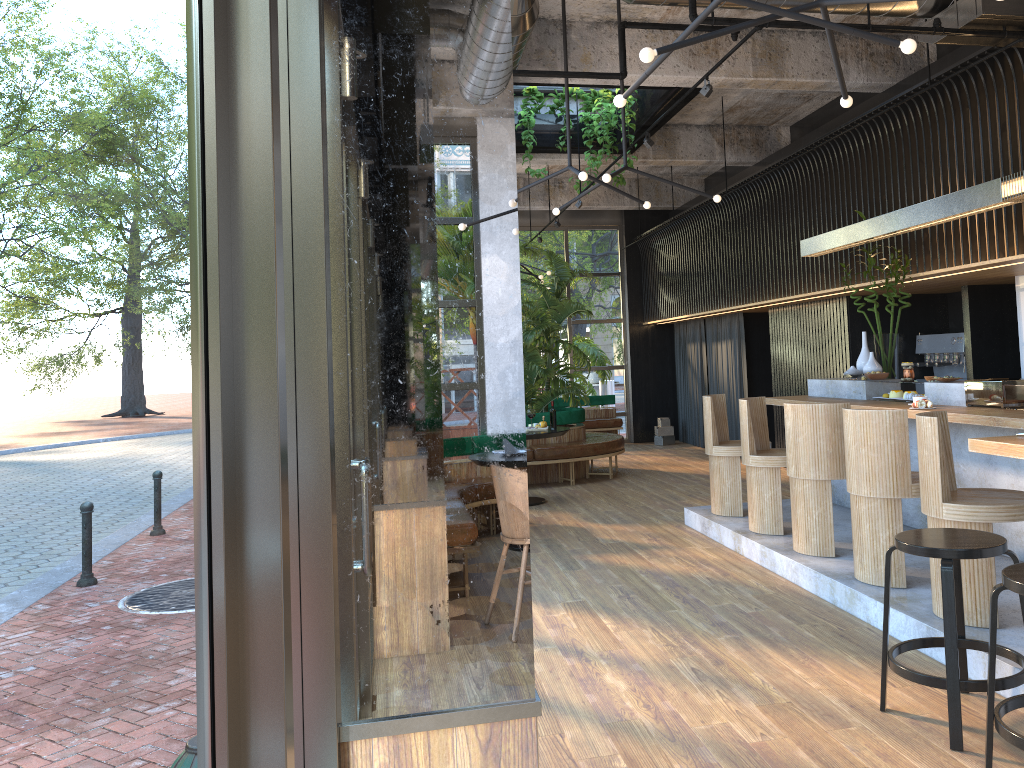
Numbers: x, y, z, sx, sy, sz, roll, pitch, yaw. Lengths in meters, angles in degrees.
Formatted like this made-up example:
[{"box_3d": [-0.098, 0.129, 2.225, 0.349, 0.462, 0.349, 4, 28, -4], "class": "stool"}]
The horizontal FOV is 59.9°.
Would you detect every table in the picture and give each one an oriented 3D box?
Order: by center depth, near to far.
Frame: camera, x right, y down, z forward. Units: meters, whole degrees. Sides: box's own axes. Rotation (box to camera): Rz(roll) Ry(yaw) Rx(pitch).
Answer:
[{"box_3d": [0.071, 0.864, 9.265, 1.153, 0.752, 1.045, -2, 0, -41], "class": "table"}]

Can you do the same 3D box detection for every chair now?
[{"box_3d": [1.815, 0.965, 2.842, 0.531, 0.698, 0.497, -2, -2, -19], "class": "chair"}, {"box_3d": [1.733, 0.954, 3.473, 0.528, 0.698, 0.500, -2, -2, -14], "class": "chair"}, {"box_3d": [2.283, 0.629, 4.322, 0.521, 0.971, 0.572, -4, -2, 37], "class": "chair"}, {"box_3d": [2.198, 0.615, 5.075, 0.520, 0.971, 0.573, -4, -3, 40], "class": "chair"}, {"box_3d": [2.098, 0.600, 5.869, 0.536, 0.971, 0.557, -3, -2, 14], "class": "chair"}, {"box_3d": [1.985, 0.588, 6.597, 0.572, 0.971, 0.521, -1, -2, -35], "class": "chair"}, {"box_3d": [1.883, 0.574, 7.386, 0.548, 0.971, 0.545, -2, -2, 0], "class": "chair"}]

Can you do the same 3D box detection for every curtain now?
[{"box_3d": [3.022, -0.025, 13.736, 0.124, 2.062, 3.209, -2, 0, -7], "class": "curtain"}]

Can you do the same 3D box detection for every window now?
[{"box_3d": [1.114, -1.963, 5.276, 4.219, 6.504, 19.960, -2, 1, -7], "class": "window"}]

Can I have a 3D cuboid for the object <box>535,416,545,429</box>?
[{"box_3d": [0.290, 0.398, 9.254, 0.145, 0.124, 0.096, -2, -1, -29], "class": "object"}]

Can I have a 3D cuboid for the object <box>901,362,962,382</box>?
[{"box_3d": [2.997, -0.089, 6.488, 0.212, 0.135, 0.795, -2, 1, -1], "class": "object"}]

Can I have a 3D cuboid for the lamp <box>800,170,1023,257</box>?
[{"box_3d": [4.316, -2.230, 5.258, 5.107, 2.136, 6.564, -3, 1, -15], "class": "lamp"}]

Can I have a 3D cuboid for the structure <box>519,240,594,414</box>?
[{"box_3d": [-0.113, -0.469, 11.648, 2.523, 3.443, 2.566, -2, -2, -25], "class": "structure"}]

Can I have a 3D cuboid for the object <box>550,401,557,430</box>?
[{"box_3d": [0.427, 0.324, 9.245, 0.068, 0.300, 0.069, -2, -3, 6], "class": "object"}]

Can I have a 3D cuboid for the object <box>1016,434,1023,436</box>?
[{"box_3d": [2.217, 0.211, 3.788, 0.030, 0.027, 0.130, -2, 1, -31], "class": "object"}]

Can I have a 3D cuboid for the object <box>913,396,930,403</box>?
[{"box_3d": [2.774, 0.113, 5.987, 0.138, 0.064, 0.106, -3, 0, -31], "class": "object"}]

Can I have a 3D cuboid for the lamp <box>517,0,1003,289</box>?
[{"box_3d": [2.385, -2.308, 5.817, 5.184, 1.826, 18.530, -3, 1, -8], "class": "lamp"}]

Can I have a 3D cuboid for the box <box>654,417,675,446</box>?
[{"box_3d": [2.532, 0.784, 14.757, 0.343, 0.443, 0.270, -2, -2, -21], "class": "box"}]

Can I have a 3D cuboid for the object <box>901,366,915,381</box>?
[{"box_3d": [3.001, -0.081, 6.744, 0.086, 0.107, 0.160, -3, -1, 37], "class": "object"}]

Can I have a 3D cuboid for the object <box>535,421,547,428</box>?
[{"box_3d": [0.307, 0.425, 9.346, 0.100, 0.064, 0.161, -2, 1, -39], "class": "object"}]

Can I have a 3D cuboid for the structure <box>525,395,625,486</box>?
[{"box_3d": [2.313, 0.462, 5.400, 6.146, 1.551, 19.717, -3, 1, -8], "class": "structure"}]

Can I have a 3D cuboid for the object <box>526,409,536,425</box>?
[{"box_3d": [0.209, 0.375, 9.563, 0.106, 0.201, 0.098, -1, -2, -21], "class": "object"}]

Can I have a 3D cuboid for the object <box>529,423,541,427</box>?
[{"box_3d": [0.266, 0.438, 9.439, 0.195, 0.038, 0.063, -2, 0, 23], "class": "object"}]

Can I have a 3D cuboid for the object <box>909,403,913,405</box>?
[{"box_3d": [2.754, 0.142, 5.982, 0.164, 0.020, 0.156, -3, 1, -13], "class": "object"}]

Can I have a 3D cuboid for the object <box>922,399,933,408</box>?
[{"box_3d": [2.685, 0.127, 5.782, 0.073, 0.060, 0.125, -2, 0, -40], "class": "object"}]

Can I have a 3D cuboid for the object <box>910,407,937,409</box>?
[{"box_3d": [2.672, 0.157, 5.774, 0.167, 0.005, 0.167, -2, 1, 2], "class": "object"}]

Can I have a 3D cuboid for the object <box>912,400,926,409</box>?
[{"box_3d": [2.635, 0.130, 5.756, 0.062, 0.059, 0.072, -2, 0, -19], "class": "object"}]

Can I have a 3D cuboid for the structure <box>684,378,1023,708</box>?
[{"box_3d": [4.809, 0.272, 5.066, 5.960, 1.733, 6.983, -3, 1, -10], "class": "structure"}]

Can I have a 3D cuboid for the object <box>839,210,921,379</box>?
[{"box_3d": [3.077, -0.671, 7.389, 0.646, 1.553, 0.607, -3, -3, 29], "class": "object"}]

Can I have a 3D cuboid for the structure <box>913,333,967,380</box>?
[{"box_3d": [4.510, 0.253, 9.108, 0.560, 1.597, 0.821, -2, -2, -9], "class": "structure"}]

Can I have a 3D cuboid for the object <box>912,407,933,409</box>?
[{"box_3d": [2.671, 0.155, 5.770, 0.117, 0.005, 0.125, -2, 2, 29], "class": "object"}]

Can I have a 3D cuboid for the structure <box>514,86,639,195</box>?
[{"box_3d": [0.622, -2.902, 10.497, 2.111, 1.519, 1.450, -2, -1, 19], "class": "structure"}]

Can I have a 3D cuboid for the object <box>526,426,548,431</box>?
[{"box_3d": [0.261, 0.469, 9.339, 0.239, 0.019, 0.352, -2, 1, 1], "class": "object"}]

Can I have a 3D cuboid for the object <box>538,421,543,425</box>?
[{"box_3d": [0.312, 0.436, 9.547, 0.060, 0.072, 0.205, -2, 1, -18], "class": "object"}]

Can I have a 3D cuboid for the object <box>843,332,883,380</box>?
[{"box_3d": [2.924, -0.236, 7.348, 0.304, 0.398, 0.331, -3, -2, 39], "class": "object"}]

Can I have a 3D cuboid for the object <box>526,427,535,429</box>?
[{"box_3d": [0.205, 0.455, 9.324, 0.103, 0.013, 0.218, -3, 1, -4], "class": "object"}]

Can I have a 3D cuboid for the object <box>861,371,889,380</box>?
[{"box_3d": [2.894, -0.068, 7.090, 0.191, 0.073, 0.228, -2, 1, 10], "class": "object"}]

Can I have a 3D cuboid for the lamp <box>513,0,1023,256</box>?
[{"box_3d": [0.833, -2.494, 9.789, 3.869, 1.533, 9.815, -3, 1, -11], "class": "lamp"}]
